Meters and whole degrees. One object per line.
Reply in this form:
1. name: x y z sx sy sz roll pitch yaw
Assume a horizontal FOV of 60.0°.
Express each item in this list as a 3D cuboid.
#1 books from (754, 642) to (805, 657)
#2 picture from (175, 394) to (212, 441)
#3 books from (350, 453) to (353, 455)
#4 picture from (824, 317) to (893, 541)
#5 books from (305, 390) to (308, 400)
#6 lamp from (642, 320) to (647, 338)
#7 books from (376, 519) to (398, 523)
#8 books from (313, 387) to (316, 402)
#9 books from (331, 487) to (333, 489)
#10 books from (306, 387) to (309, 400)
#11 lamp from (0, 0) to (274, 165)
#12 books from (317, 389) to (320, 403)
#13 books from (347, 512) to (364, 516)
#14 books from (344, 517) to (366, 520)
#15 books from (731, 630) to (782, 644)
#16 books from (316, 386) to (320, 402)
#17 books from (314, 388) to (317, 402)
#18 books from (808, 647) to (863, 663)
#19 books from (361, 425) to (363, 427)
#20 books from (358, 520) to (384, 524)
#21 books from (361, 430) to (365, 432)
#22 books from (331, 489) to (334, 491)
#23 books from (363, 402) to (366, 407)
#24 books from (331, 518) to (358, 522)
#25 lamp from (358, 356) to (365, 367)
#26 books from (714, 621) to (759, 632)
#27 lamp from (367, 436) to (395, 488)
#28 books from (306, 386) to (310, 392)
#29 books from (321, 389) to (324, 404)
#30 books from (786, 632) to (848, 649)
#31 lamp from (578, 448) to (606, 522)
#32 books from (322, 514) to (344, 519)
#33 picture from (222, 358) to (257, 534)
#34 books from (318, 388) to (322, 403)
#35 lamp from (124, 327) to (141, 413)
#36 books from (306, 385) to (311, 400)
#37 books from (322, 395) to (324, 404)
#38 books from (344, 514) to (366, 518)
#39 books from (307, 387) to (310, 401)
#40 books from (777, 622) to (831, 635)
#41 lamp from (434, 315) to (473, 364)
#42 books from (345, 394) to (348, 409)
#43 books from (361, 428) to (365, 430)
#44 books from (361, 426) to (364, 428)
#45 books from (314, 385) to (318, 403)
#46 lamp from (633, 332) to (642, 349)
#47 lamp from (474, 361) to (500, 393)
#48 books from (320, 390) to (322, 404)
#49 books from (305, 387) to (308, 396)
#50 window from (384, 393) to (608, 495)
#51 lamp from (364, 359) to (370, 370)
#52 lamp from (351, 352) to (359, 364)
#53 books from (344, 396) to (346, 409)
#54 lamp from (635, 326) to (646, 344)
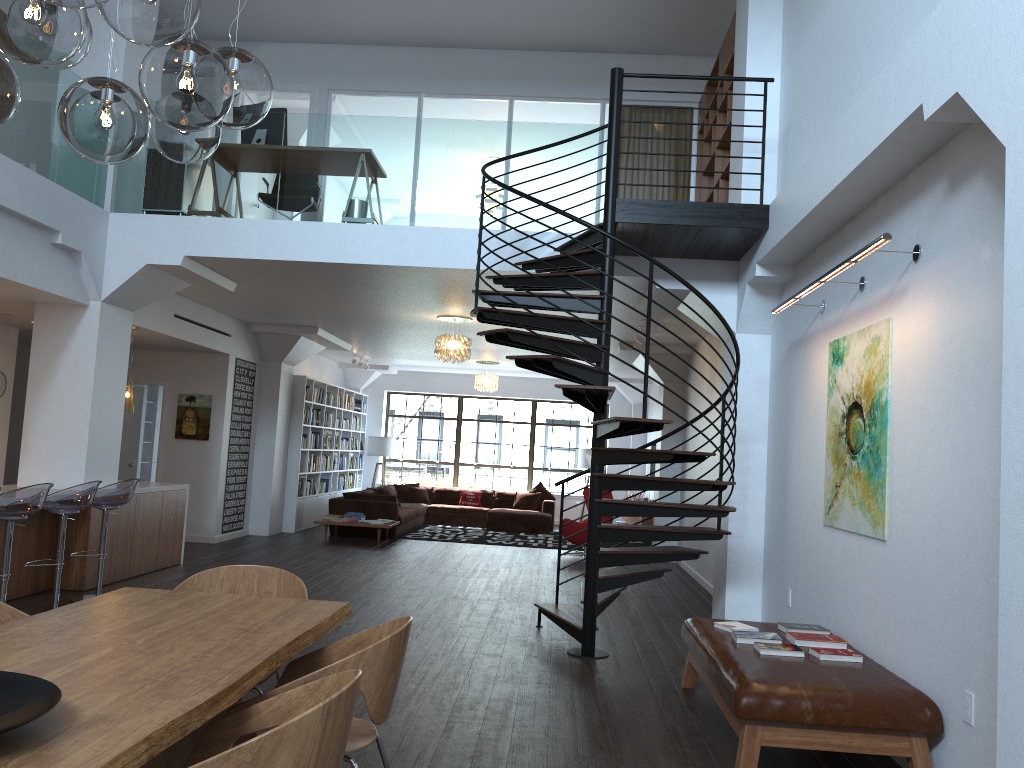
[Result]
1. books: 1.394 1.387 4.634 0.224 0.032 0.161 3 -4 3
2. picture: -4.225 0.438 11.766 0.450 0.600 0.030 3 -4 3
3. books: -3.194 1.343 17.073 0.224 0.030 0.161 2 -5 13
4. picture: 2.045 0.277 5.290 0.010 1.200 1.095 3 -4 3
5. books: -3.302 0.155 13.904 0.167 0.210 0.162 3 -4 3
6. lamp: 1.514 -0.622 10.030 0.120 0.211 0.111 5 -5 -23
7. books: -1.888 2.048 13.286 0.256 0.035 0.350 1 -5 28
8. books: -3.275 0.170 14.320 0.170 0.251 0.118 3 -4 3
9. books: -3.345 1.857 15.874 0.284 0.033 0.197 4 -5 -12
10. books: -3.290 0.156 13.969 0.161 0.218 0.101 3 -4 3
11. lamp: -1.111 -1.709 2.338 0.849 2.140 1.787 3 -4 2
12. books: -3.254 0.193 14.593 0.159 0.248 0.089 3 -4 3
13. books: -2.366 1.960 13.388 0.224 0.027 0.157 3 -4 8
14. books: -2.370 2.027 13.381 0.312 0.037 0.216 4 -4 -7
15. books: 1.351 1.404 4.901 0.247 0.040 0.185 3 -4 6
16. books: -3.270 0.166 14.524 0.197 0.290 0.136 3 -4 3
17. books: -3.269 0.178 14.372 0.174 0.242 0.105 3 -4 3
18. books: 1.674 1.402 4.593 0.224 0.036 0.161 4 -4 -3
19. books: -3.139 0.840 17.918 0.204 0.025 0.144 0 -5 33
20. books: -2.060 2.011 12.953 0.342 0.040 0.231 -1 -6 43
21. books: -3.144 0.936 17.912 0.284 0.035 0.197 0 -5 33
22. books: -3.347 1.891 15.871 0.284 0.035 0.197 3 -4 3
23. books: -3.068 0.487 18.130 0.140 0.231 0.042 3 -4 3
24. books: -2.461 1.991 12.984 0.236 0.035 0.340 1 -5 28
25. lamp: -2.720 -0.408 15.961 0.120 0.211 0.111 7 -6 -37
26. books: 1.317 1.433 5.222 0.161 0.031 0.223 5 -5 -19
27. lamp: -2.716 1.873 18.126 0.545 1.579 0.545 4 -4 -8
28. books: -3.292 0.146 14.035 0.159 0.248 0.089 3 -4 3
29. books: -3.245 0.207 14.814 0.182 0.255 0.077 3 -4 3
30. books: 1.689 1.424 4.923 0.283 0.043 0.197 3 -4 3
31. lamp: 1.578 2.098 17.780 0.545 1.579 0.545 2 -5 14
32. books: -2.689 2.001 13.340 0.241 0.045 0.334 3 -4 5
33. picture: -3.792 0.857 12.363 0.021 2.380 0.800 3 -4 3
34. books: -3.249 0.195 14.625 0.182 0.253 0.098 3 -4 3
35. lamp: -4.028 -0.152 9.349 0.149 0.900 0.149 7 -6 -42
36. books: -3.288 0.147 14.078 0.170 0.251 0.118 3 -4 3
37. books: -3.250 0.223 14.883 0.167 0.233 0.077 3 -4 3
38. books: -2.372 1.991 13.388 0.279 0.035 0.191 2 -5 13
39. books: -3.286 0.157 14.003 0.161 0.222 0.084 3 -4 3
40. books: 1.724 1.452 5.239 0.254 0.044 0.183 4 -4 -2
41. lamp: -0.708 -0.527 10.706 0.442 0.539 0.441 8 -6 -44
42. books: -3.166 0.328 16.540 0.176 0.290 0.053 3 -4 3
43. books: -3.142 0.902 17.914 0.284 0.033 0.197 2 -5 18
44. books: -3.138 0.869 17.912 0.254 0.032 0.174 0 -6 38
45. books: -3.269 0.161 14.462 0.176 0.293 0.125 3 -4 3
46. lamp: 1.568 -0.539 11.050 0.111 0.211 0.120 0 -6 37
47. lamp: -0.446 -0.120 15.743 0.442 0.539 0.441 8 -6 -44
48. books: -3.249 0.205 14.712 0.174 0.243 0.085 3 -4 3
49. books: -3.298 0.146 13.814 0.182 0.215 0.188 3 -4 3
50. window: -0.360 1.264 18.666 4.648 1.905 0.114 3 -4 3
51. lamp: -2.692 -0.366 16.477 0.120 0.211 0.111 5 -5 -23
52. lamp: -2.746 -0.449 15.457 0.111 0.211 0.120 0 -6 37
53. books: -3.169 0.343 16.455 0.171 0.246 0.057 3 -4 3
54. lamp: 1.541 -0.580 10.546 0.120 0.211 0.111 7 -6 -37
